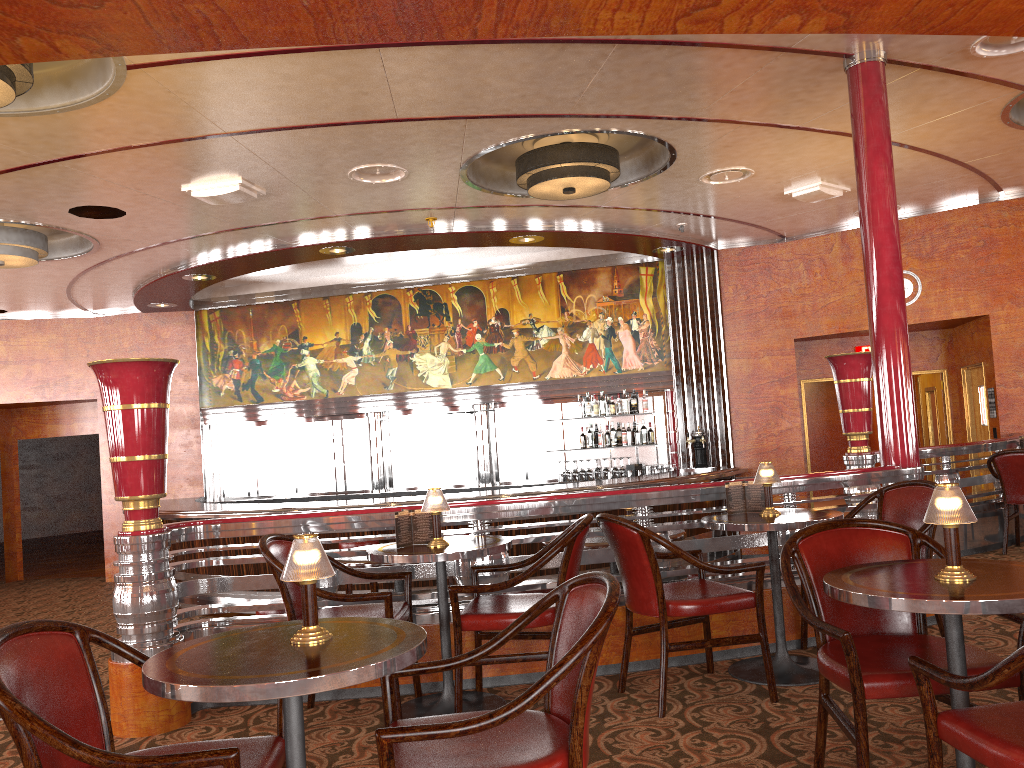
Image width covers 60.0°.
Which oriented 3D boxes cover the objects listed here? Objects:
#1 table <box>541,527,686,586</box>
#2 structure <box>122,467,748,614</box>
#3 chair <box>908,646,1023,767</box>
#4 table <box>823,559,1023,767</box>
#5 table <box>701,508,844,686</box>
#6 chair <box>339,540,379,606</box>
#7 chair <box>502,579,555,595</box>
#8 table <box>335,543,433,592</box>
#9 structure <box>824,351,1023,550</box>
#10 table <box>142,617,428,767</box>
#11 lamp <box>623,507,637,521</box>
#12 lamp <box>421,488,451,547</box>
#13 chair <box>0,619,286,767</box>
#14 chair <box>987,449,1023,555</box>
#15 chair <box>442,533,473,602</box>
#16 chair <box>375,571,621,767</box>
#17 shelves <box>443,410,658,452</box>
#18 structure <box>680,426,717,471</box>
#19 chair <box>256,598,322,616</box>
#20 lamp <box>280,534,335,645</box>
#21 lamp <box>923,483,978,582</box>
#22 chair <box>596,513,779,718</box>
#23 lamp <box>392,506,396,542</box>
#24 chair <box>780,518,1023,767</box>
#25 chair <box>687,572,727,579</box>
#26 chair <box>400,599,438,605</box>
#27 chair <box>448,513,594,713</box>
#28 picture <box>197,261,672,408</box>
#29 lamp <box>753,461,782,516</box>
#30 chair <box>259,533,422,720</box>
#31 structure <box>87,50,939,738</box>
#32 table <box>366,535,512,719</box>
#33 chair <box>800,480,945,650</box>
[{"bbox_3d":[0.627,1.361,5.210,0.849,0.960,0.850,-3,-3,-8],"label":"table"},{"bbox_3d":[-1.352,1.709,9.598,7.812,1.046,3.208,-5,-3,12],"label":"structure"},{"bbox_3d":[1.276,0.793,1.887,0.588,0.816,0.616,-4,-3,-8],"label":"chair"},{"bbox_3d":[1.193,0.874,2.354,0.640,0.720,0.640,-6,-3,32],"label":"table"},{"bbox_3d":[1.236,0.975,4.138,0.639,0.720,0.640,-3,-3,-17],"label":"table"},{"bbox_3d":[-1.324,1.747,7.784,0.350,0.755,0.350,-3,-3,-14],"label":"chair"},{"bbox_3d":[0.142,1.476,4.865,0.350,0.755,0.350,-2,-3,-37],"label":"chair"},{"bbox_3d":[-0.632,1.442,5.133,0.850,0.960,0.850,-5,-3,14],"label":"table"},{"bbox_3d":[3.849,0.743,7.537,3.168,2.023,0.624,-2,-4,-38],"label":"structure"},{"bbox_3d":[-0.496,0.972,2.058,0.639,0.720,0.640,-2,-3,-26],"label":"table"},{"bbox_3d":[0.686,0.748,5.181,0.130,0.250,0.130,-5,-3,23],"label":"lamp"},{"bbox_3d":[-0.331,0.580,3.877,0.130,0.250,0.130,-5,-3,23],"label":"lamp"},{"bbox_3d":[-0.850,0.947,2.048,0.615,0.816,0.588,-4,-3,-3],"label":"chair"},{"bbox_3d":[4.069,0.894,6.886,0.615,0.816,0.588,-1,-4,-43],"label":"chair"},{"bbox_3d":[-0.491,1.689,7.769,0.350,0.755,0.350,-2,-3,-37],"label":"chair"},{"bbox_3d":[-0.020,0.897,2.154,0.615,0.816,0.588,-4,-3,-8],"label":"chair"},{"bbox_3d":[0.460,0.550,10.928,2.594,0.568,0.339,-5,-3,12],"label":"shelves"},{"bbox_3d":[2.124,0.750,10.101,0.360,0.539,0.280,-6,-3,32],"label":"structure"},{"bbox_3d":[-1.201,1.567,4.847,0.350,0.755,0.350,-2,-3,-29],"label":"chair"},{"bbox_3d":[-0.490,0.489,2.136,0.130,0.250,0.130,-6,-4,41],"label":"lamp"},{"bbox_3d":[1.163,0.389,2.349,0.130,0.250,0.130,-2,-3,-30],"label":"lamp"},{"bbox_3d":[0.709,0.946,3.856,0.615,0.816,0.588,-3,-3,-18],"label":"chair"},{"bbox_3d":[-0.668,0.841,5.186,0.130,0.250,0.130,-6,-3,32],"label":"lamp"},{"bbox_3d":[1.172,0.848,2.717,0.588,0.816,0.615,-4,-3,-3],"label":"chair"},{"bbox_3d":[1.173,1.408,4.903,0.350,0.755,0.350,-5,-3,28],"label":"chair"},{"bbox_3d":[-0.511,1.503,4.560,0.350,0.755,0.350,-2,-3,-37],"label":"chair"},{"bbox_3d":[0.075,0.989,3.845,0.615,0.816,0.588,-4,-3,7],"label":"chair"},{"bbox_3d":[-1.165,-0.574,11.281,6.256,1.321,0.001,-5,-3,12],"label":"picture"},{"bbox_3d":[1.214,0.494,4.207,0.130,0.250,0.130,-2,-3,-30],"label":"lamp"},{"bbox_3d":[-0.758,1.047,3.865,0.615,0.816,0.588,-4,-3,2],"label":"chair"},{"bbox_3d":[0.208,0.024,4.549,4.353,3.603,0.549,-3,-3,-13],"label":"structure"},{"bbox_3d":[-0.295,1.066,3.892,0.639,0.720,0.640,-2,-4,-35],"label":"table"},{"bbox_3d":[1.802,0.900,4.343,0.615,0.816,0.588,-3,-3,-18],"label":"chair"}]
